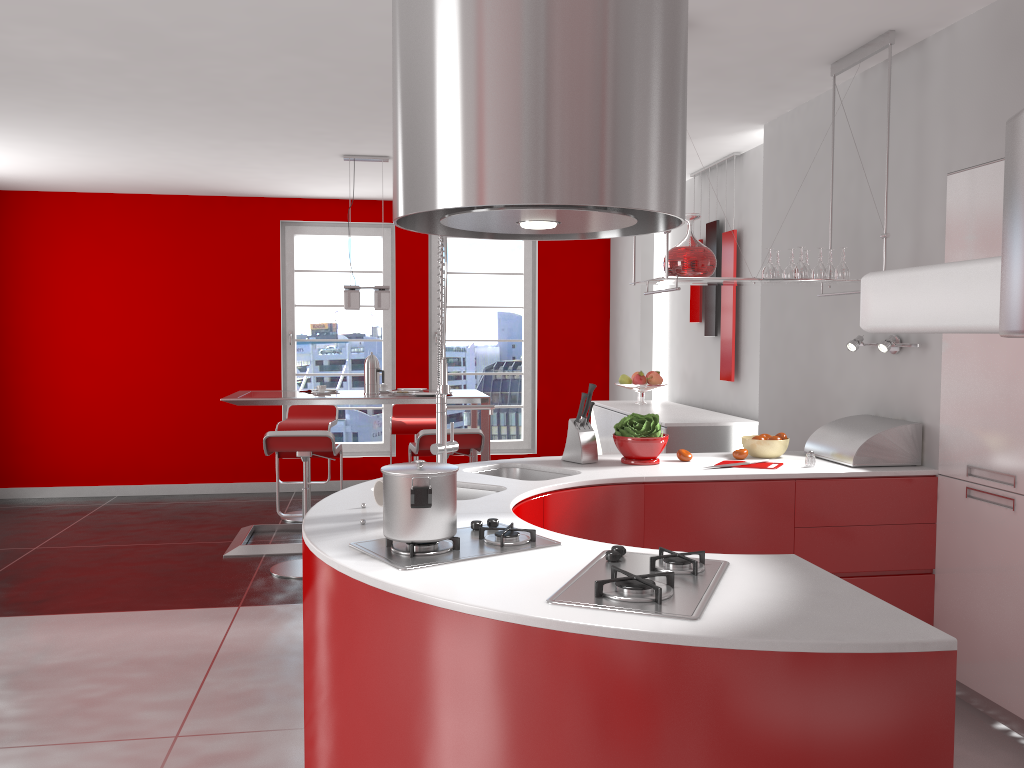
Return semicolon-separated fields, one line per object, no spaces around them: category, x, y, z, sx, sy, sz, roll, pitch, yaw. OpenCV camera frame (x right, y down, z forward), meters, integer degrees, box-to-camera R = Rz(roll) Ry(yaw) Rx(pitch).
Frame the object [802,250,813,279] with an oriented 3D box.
object;1.257;-0.500;3.790;0.060;0.141;0.060;-2;4;-32

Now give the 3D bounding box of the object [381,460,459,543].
object;-0.224;0.277;2.159;0.218;0.185;0.189;3;4;43

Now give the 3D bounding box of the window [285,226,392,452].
window;-1.562;-0.395;8.027;0.938;2.038;0.117;0;3;-9

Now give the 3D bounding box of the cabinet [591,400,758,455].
cabinet;1.073;0.623;6.273;0.610;0.880;1.802;0;3;-9

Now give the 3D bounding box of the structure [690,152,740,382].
structure;1.404;-0.788;6.229;0.040;1.503;0.820;0;3;-9

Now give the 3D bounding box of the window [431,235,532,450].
window;-0.278;-0.402;8.230;0.938;2.038;0.117;0;3;-9

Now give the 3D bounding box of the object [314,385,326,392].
object;-1.308;0.035;6.062;0.078;0.049;0.062;1;3;14

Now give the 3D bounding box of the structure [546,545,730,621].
structure;0.284;0.404;1.893;0.303;0.037;0.457;1;3;21

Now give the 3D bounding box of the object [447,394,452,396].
object;-0.440;0.073;5.890;0.095;0.012;0.234;0;3;-9

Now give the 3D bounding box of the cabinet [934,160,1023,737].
cabinet;2.168;0.270;2.354;0.614;2.026;2.398;0;3;-9

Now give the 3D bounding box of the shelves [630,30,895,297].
shelves;1.005;-0.884;3.643;0.934;1.023;0.462;0;3;-9

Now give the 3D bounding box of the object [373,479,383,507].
object;-0.338;0.320;2.617;0.100;0.080;0.109;-2;4;-39

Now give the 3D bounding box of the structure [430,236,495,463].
structure;-0.217;-0.118;3.297;0.178;0.920;0.308;2;4;34

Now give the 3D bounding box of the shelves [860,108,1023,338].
shelves;0.915;0.097;0.230;1.735;2.599;0.535;0;3;-9

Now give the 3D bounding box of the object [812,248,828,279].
object;1.282;-0.495;3.689;0.060;0.141;0.060;0;3;-9

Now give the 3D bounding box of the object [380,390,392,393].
object;-0.902;0.051;6.230;0.119;0.016;0.119;0;3;-12

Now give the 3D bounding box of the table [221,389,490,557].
table;-1.045;0.565;6.097;1.700;1.000;0.800;0;3;-9

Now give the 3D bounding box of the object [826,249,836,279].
object;1.346;-0.498;3.754;0.060;0.141;0.060;0;3;-9

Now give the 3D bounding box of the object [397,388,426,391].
object;-0.718;0.043;6.377;0.217;0.015;0.217;-2;4;-33

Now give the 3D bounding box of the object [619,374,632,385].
object;0.869;-0.031;6.777;0.100;0.086;0.083;3;4;40

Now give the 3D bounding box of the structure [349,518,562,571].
structure;-0.140;0.385;2.218;0.457;0.037;0.303;-2;4;-34

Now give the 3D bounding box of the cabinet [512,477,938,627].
cabinet;0.716;0.767;3.073;1.025;0.761;1.875;3;4;36

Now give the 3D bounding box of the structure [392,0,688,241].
structure;0.061;-0.827;1.958;0.644;0.958;0.644;-3;4;-43

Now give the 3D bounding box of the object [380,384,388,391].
object;-0.908;0.027;6.232;0.078;0.049;0.062;2;4;31

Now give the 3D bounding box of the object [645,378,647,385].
object;0.996;-0.017;6.799;0.086;0.079;0.084;1;3;19

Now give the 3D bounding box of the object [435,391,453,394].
object;-0.466;0.061;6.081;0.119;0.016;0.119;1;3;11

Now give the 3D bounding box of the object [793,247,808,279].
object;1.189;-0.493;3.649;0.060;0.141;0.060;0;3;-9

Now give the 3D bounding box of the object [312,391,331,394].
object;-1.301;0.059;6.062;0.119;0.016;0.119;-2;4;-29

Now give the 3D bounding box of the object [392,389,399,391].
object;-0.855;0.045;6.358;0.095;0.012;0.234;0;3;-10

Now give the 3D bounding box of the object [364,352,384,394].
object;-0.940;-0.076;6.052;0.149;0.287;0.113;0;3;-1

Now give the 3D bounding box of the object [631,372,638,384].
object;0.973;-0.044;6.881;0.096;0.105;0.117;1;3;20

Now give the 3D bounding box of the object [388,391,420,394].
object;-0.742;0.059;6.079;0.217;0.015;0.217;2;4;28

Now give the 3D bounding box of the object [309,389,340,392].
object;-1.326;0.047;6.274;0.217;0.015;0.217;1;3;15

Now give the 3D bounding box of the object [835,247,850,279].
object;1.370;-0.493;3.671;0.060;0.141;0.060;0;3;-9

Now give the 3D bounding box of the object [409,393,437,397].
object;-0.577;0.071;5.874;0.217;0.015;0.217;2;4;27
